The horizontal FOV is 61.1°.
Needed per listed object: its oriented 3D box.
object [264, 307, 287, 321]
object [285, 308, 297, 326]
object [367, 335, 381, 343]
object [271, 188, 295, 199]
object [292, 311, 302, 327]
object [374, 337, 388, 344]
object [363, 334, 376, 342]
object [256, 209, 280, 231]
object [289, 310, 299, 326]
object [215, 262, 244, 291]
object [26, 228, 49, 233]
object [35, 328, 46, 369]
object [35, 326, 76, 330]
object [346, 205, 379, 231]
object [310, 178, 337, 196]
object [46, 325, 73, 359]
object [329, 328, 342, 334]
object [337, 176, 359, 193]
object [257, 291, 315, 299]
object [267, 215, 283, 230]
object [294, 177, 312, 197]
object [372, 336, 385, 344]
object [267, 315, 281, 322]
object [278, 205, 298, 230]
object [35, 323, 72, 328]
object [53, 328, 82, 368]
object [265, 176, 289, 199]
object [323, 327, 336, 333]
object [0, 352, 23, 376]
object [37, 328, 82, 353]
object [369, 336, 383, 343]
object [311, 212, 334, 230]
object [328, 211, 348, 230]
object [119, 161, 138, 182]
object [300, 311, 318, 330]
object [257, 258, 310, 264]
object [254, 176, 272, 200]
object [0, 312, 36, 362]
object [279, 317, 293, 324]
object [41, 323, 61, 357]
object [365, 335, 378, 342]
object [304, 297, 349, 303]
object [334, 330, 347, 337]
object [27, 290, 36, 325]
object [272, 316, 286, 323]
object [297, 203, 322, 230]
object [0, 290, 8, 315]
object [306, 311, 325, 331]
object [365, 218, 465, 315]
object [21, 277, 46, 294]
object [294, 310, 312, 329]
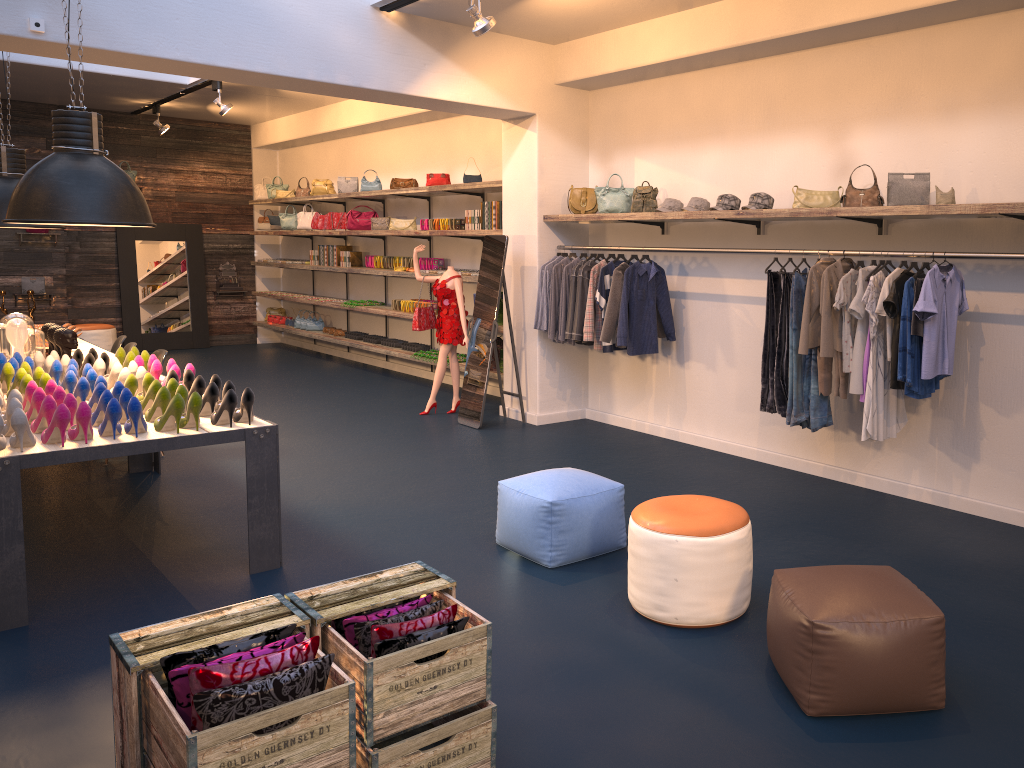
[{"bbox_3d":[-3.820,-1.131,14.061,0.377,0.232,0.196,0,7,-7],"label":"object"},{"bbox_3d":[-3.394,-1.038,13.391,0.206,0.278,0.057,0,5,-10],"label":"object"},{"bbox_3d":[-1.800,-0.588,11.339,0.202,0.087,0.061,-5,9,-38],"label":"object"},{"bbox_3d":[-3.479,-2.880,13.160,0.352,0.173,0.240,3,8,13],"label":"object"},{"bbox_3d":[-3.239,-1.003,13.190,0.206,0.278,0.057,0,5,-10],"label":"object"},{"bbox_3d":[-1.684,-0.562,11.188,0.202,0.087,0.061,-5,9,-38],"label":"object"},{"bbox_3d":[-1.878,-0.605,11.439,0.202,0.087,0.061,-5,9,-38],"label":"object"},{"bbox_3d":[-3.842,-2.593,13.692,0.349,0.333,0.167,1,6,4],"label":"object"},{"bbox_3d":[-3.318,-1.022,13.298,0.211,0.278,0.056,-2,6,-18],"label":"object"},{"bbox_3d":[-4.493,-1.709,13.779,0.389,0.458,0.216,-5,8,-38],"label":"object"},{"bbox_3d":[-6.579,-2.210,12.028,0.268,0.242,0.201,-6,9,-42],"label":"object"},{"bbox_3d":[-3.369,-0.248,6.077,0.160,0.288,0.189,6,8,40],"label":"object"},{"bbox_3d":[-3.808,-0.380,7.131,0.207,0.201,0.474,5,9,33],"label":"object"},{"bbox_3d":[-1.938,-2.149,11.245,0.279,0.335,0.372,6,9,41],"label":"object"},{"bbox_3d":[-2.609,-2.710,11.956,0.360,0.232,0.206,2,7,10],"label":"object"},{"bbox_3d":[-3.298,-0.286,6.337,0.167,0.283,0.142,-4,8,-38],"label":"object"},{"bbox_3d":[-2.463,-0.743,12.243,0.218,0.082,0.230,9,11,41],"label":"object"},{"bbox_3d":[-2.153,-2.615,11.429,0.274,0.228,0.079,1,5,2],"label":"object"},{"bbox_3d":[-3.434,-1.366,13.268,0.383,0.024,1.728,-6,11,-37],"label":"object"},{"bbox_3d":[-3.533,-2.474,13.305,0.419,0.230,0.178,1,6,-1],"label":"object"},{"bbox_3d":[-3.020,-2.845,12.570,0.277,0.298,0.109,3,6,21],"label":"object"},{"bbox_3d":[-1.723,-0.570,11.239,0.202,0.087,0.061,-5,9,-38],"label":"object"},{"bbox_3d":[-3.789,-1.042,13.858,0.224,0.118,0.089,0,6,-6],"label":"object"},{"bbox_3d":[-3.278,-2.470,12.875,0.365,0.364,0.178,1,6,3],"label":"object"},{"bbox_3d":[-3.958,-0.414,7.330,0.206,0.202,0.476,6,10,39],"label":"object"},{"bbox_3d":[-3.154,-0.253,6.149,0.167,0.283,0.142,-4,8,-38],"label":"object"},{"bbox_3d":[-3.615,-3.019,13.385,0.365,0.364,0.178,1,6,3],"label":"object"},{"bbox_3d":[-2.596,-0.777,12.444,0.227,0.082,0.221,-3,9,-26],"label":"object"},{"bbox_3d":[-3.224,-0.114,5.553,0.219,0.194,0.223,-5,9,-38],"label":"object"},{"bbox_3d":[-3.667,-0.348,6.949,0.207,0.201,0.474,5,9,33],"label":"object"},{"bbox_3d":[-1.761,-0.579,11.287,0.202,0.087,0.061,-5,9,-38],"label":"object"},{"bbox_3d":[-2.609,-2.259,12.033,0.329,0.252,0.142,2,6,10],"label":"object"},{"bbox_3d":[-2.323,-2.184,11.600,0.302,0.248,0.143,4,7,22],"label":"object"},{"bbox_3d":[-5.660,-3.067,12.677,0.162,0.364,0.399,5,8,40],"label":"object"},{"bbox_3d":[-2.990,-0.944,12.815,0.280,0.281,0.095,0,5,-5],"label":"object"},{"bbox_3d":[-3.444,-1.893,13.375,0.523,0.060,1.403,-6,11,-37],"label":"object"},{"bbox_3d":[-3.862,-3.094,13.762,0.446,0.383,0.184,-1,6,-17],"label":"object"},{"bbox_3d":[-3.347,-0.279,5.879,0.186,0.410,0.219,5,8,40],"label":"object"},{"bbox_3d":[-3.533,-0.991,13.563,0.224,0.118,0.089,0,6,-5],"label":"object"},{"bbox_3d":[-3.438,-0.317,6.519,0.167,0.283,0.142,-4,8,-38],"label":"object"},{"bbox_3d":[-1.839,-0.597,11.390,0.202,0.087,0.061,-5,9,-38],"label":"object"},{"bbox_3d":[-2.612,-1.184,12.201,0.386,0.029,0.817,-6,11,-37],"label":"object"},{"bbox_3d":[-2.352,-0.707,12.027,0.217,0.082,0.230,9,11,41],"label":"object"},{"bbox_3d":[-4.183,-0.592,7.585,0.131,0.466,0.149,3,6,28],"label":"object"},{"bbox_3d":[-3.669,-1.015,13.702,0.224,0.118,0.089,0,6,-6],"label":"object"},{"bbox_3d":[-2.908,-2.414,12.522,0.411,0.383,0.200,2,6,12],"label":"object"},{"bbox_3d":[-4.372,-0.572,7.431,0.138,0.466,0.142,1,5,5],"label":"object"},{"bbox_3d":[-2.870,-0.919,12.671,0.280,0.281,0.095,0,5,-5],"label":"object"},{"bbox_3d":[-1.218,-1.422,10.557,0.495,1.128,2.483,-4,9,-37],"label":"object"},{"bbox_3d":[-6.633,-1.372,12.048,0.294,0.228,0.074,-2,6,-23],"label":"object"},{"bbox_3d":[-3.109,-0.969,12.961,0.285,0.281,0.093,-1,6,-11],"label":"object"}]
